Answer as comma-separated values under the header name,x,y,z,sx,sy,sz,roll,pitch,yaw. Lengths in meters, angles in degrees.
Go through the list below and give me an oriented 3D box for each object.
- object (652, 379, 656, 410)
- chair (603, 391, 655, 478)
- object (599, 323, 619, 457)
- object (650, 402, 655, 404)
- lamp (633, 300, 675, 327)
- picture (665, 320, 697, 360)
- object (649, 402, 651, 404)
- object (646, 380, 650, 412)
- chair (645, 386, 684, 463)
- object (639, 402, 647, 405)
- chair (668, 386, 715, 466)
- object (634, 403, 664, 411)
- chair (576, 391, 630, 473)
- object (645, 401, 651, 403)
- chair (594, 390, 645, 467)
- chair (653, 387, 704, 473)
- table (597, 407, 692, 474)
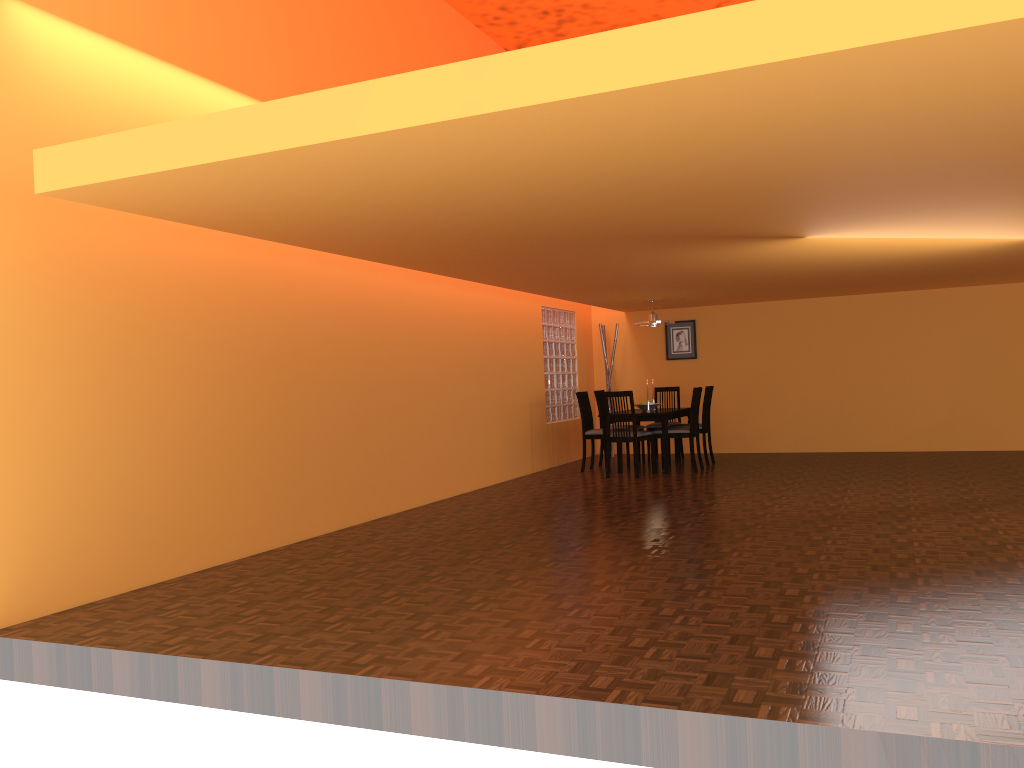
name,x,y,z,sx,sy,sz,roll,pitch,yaw
object,1.466,0.105,9.198,0.044,0.326,0.044,-3,0,12
chair,1.086,0.465,8.320,0.373,0.809,0.465,-2,0,28
object,1.164,0.073,10.521,0.226,1.589,0.308,-3,0,-44
object,1.421,0.212,8.936,0.055,0.070,0.066,-3,0,5
lamp,1.475,-0.735,9.265,0.435,0.274,0.435,-3,0,-44
picture,1.985,-0.514,10.426,0.361,0.456,0.014,-2,0,23
object,1.365,0.202,8.844,0.046,0.046,0.055,-3,0,6
object,1.327,0.111,8.668,0.044,0.326,0.044,-3,0,12
chair,1.675,0.438,9.659,0.373,0.809,0.465,-2,0,18
object,1.323,0.223,8.927,0.089,0.076,0.087,-2,0,30
chair,1.840,0.431,9.102,0.465,0.809,0.373,-2,0,23
object,1.362,0.237,8.940,0.337,0.072,0.337,-3,0,-10
chair,0.909,0.472,8.879,0.465,0.809,0.373,-2,0,23
object,1.387,0.200,9.008,0.069,0.066,0.069,-2,0,33
chair,1.139,0.462,9.408,0.465,0.809,0.373,-2,0,23
chair,1.611,0.441,8.573,0.465,0.809,0.373,-2,0,23
table,1.404,0.563,8.973,0.697,0.584,1.259,-2,0,23
